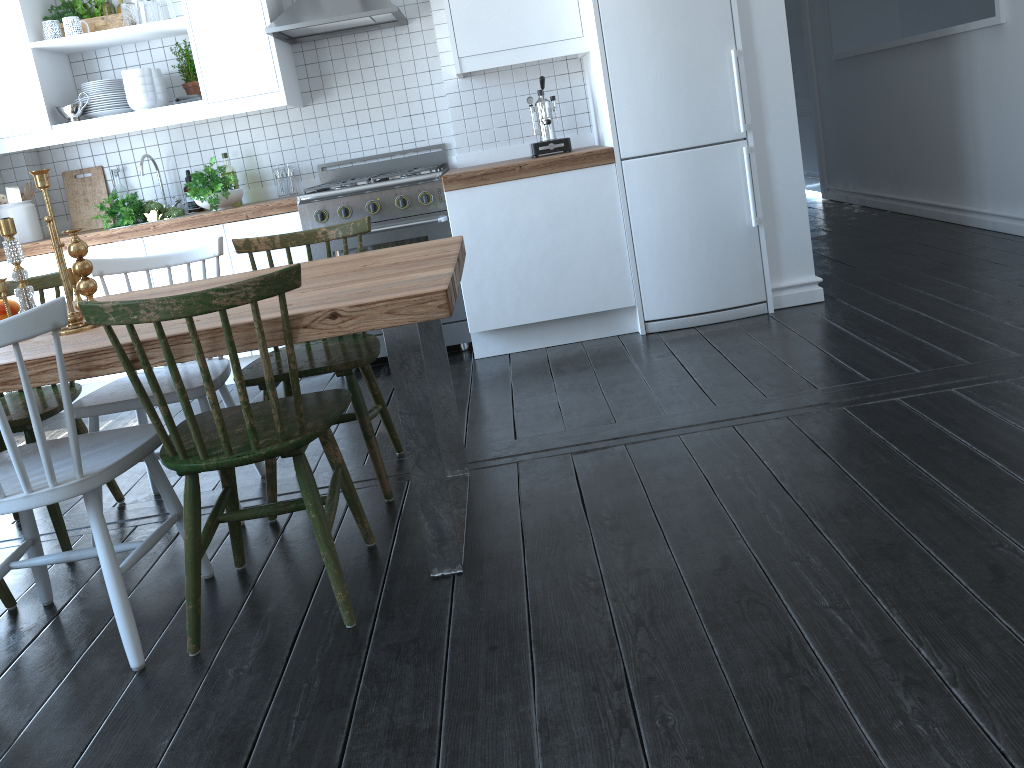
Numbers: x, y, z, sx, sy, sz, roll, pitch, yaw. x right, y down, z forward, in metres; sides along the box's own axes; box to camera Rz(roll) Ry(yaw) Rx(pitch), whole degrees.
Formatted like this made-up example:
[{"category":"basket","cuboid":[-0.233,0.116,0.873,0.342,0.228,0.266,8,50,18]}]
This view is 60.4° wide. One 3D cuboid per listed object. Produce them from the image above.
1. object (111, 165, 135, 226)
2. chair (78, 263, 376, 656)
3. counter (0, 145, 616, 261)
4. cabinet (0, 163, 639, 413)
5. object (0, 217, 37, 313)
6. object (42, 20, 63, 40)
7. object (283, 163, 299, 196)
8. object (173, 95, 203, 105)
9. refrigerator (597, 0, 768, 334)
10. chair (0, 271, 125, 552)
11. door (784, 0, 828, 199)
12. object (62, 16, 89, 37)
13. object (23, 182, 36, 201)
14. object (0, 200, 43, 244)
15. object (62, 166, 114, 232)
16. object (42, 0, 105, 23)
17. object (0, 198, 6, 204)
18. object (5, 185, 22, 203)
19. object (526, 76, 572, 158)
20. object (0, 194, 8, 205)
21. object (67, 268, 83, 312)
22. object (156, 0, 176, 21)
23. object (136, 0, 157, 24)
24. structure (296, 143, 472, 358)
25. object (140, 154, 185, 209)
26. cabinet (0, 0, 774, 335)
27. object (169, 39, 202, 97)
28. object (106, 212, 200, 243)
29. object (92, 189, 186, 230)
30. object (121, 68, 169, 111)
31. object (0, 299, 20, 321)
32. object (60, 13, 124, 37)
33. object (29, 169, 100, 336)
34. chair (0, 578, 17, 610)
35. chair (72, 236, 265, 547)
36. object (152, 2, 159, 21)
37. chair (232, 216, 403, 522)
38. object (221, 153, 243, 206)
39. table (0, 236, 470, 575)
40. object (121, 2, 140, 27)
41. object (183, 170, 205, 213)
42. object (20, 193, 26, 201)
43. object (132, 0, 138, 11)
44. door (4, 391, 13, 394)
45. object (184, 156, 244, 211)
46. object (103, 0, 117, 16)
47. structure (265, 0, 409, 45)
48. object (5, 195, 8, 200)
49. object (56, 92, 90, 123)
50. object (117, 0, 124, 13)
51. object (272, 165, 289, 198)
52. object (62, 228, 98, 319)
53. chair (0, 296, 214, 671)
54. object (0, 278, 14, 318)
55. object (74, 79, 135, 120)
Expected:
[{"category":"object","cuboid":[-2.101,-1.014,4.724,0.098,0.311,0.100,-10,10,1]},{"category":"chair","cuboid":[-0.610,0.132,2.075,0.467,0.810,0.496,-10,11,0]},{"category":"counter","cuboid":[-1.074,-0.891,4.384,3.098,0.072,0.867,-9,16,1]},{"category":"cabinet","cuboid":[-0.997,-0.495,4.512,3.174,0.799,0.748,-7,13,8]},{"category":"object","cuboid":[-1.327,-0.295,2.374,0.140,0.305,0.143,0,15,42]},{"category":"object","cuboid":[-2.277,-1.743,4.366,0.084,0.098,0.109,-17,15,-29]},{"category":"object","cuboid":[-1.183,-1.093,4.710,0.059,0.169,0.060,-7,11,14]},{"category":"object","cuboid":[-1.637,-1.439,4.479,0.246,0.041,0.283,-11,16,-6]},{"category":"refrigerator","cuboid":[0.756,-1.220,4.238,0.576,1.766,0.695,-10,10,1]},{"category":"chair","cuboid":[-1.583,0.090,2.796,0.467,0.810,0.496,-10,11,0]},{"category":"door","cuboid":[2.562,-2.932,7.938,0.116,2.426,1.094,-10,11,1]},{"category":"object","cuboid":[-2.155,-1.759,4.350,0.109,0.098,0.084,-12,12,-10]},{"category":"object","cuboid":[-2.476,-0.879,4.502,0.132,0.290,0.057,-14,10,-20]},{"category":"object","cuboid":[-2.501,-0.818,4.472,0.173,0.204,0.178,-9,12,5]},{"category":"object","cuboid":[-2.288,-0.997,4.754,0.220,0.323,0.041,-10,10,0]},{"category":"object","cuboid":[-2.231,-1.881,4.507,0.348,0.249,0.166,-12,12,-9]},{"category":"object","cuboid":[-2.536,-0.836,4.463,0.117,0.246,0.062,-3,12,30]},{"category":"object","cuboid":[-2.510,-0.864,4.475,0.065,0.284,0.142,-14,12,-25]},{"category":"object","cuboid":[0.166,-1.290,4.252,0.206,0.362,0.361,-10,13,1]},{"category":"object","cuboid":[-2.544,-0.833,4.439,0.055,0.257,0.150,-14,12,-23]},{"category":"object","cuboid":[-1.251,-0.265,2.531,0.049,0.136,0.050,-10,10,1]},{"category":"object","cuboid":[-1.717,-1.848,4.367,0.087,0.117,0.087,-17,14,-30]},{"category":"object","cuboid":[-1.792,-1.820,4.315,0.086,0.117,0.088,-5,13,23]},{"category":"structure","cuboid":[-0.617,-0.661,4.498,0.700,0.999,0.738,-10,12,1]},{"category":"object","cuboid":[-1.842,-1.041,4.637,0.191,0.345,0.277,-14,13,-22]},{"category":"cabinet","cuboid":[-0.811,-1.282,4.356,3.784,2.326,0.797,-9,10,4]},{"category":"object","cuboid":[-1.656,-1.632,4.584,0.165,0.358,0.175,-2,13,37]},{"category":"object","cuboid":[-1.830,-0.788,4.529,0.371,0.109,0.362,-9,15,1]},{"category":"object","cuboid":[-1.871,-0.850,4.451,0.475,0.301,0.286,-17,14,-26]},{"category":"object","cuboid":[-1.862,-1.494,4.484,0.150,0.212,0.316,-10,14,-1]},{"category":"object","cuboid":[-1.469,-0.204,2.552,0.089,0.082,0.087,-7,13,13]},{"category":"object","cuboid":[-2.143,-1.811,4.519,0.393,0.101,0.157,-10,14,0]},{"category":"object","cuboid":[-1.138,-0.330,2.202,0.115,0.402,0.114,-17,12,-36]},{"category":"chair","cuboid":[-1.569,0.299,2.061,0.467,0.811,0.496,-10,11,0]},{"category":"chair","cuboid":[-1.110,-0.007,2.828,0.466,0.825,0.521,-10,11,1]},{"category":"object","cuboid":[-1.795,-1.845,4.404,0.087,0.117,0.087,-17,14,-30]},{"category":"chair","cuboid":[-0.624,-0.076,2.810,0.467,0.811,0.496,-10,11,0]},{"category":"object","cuboid":[-1.497,-1.087,4.677,0.066,0.277,0.067,-11,10,-4]},{"category":"table","cuboid":[-1.188,0.182,2.436,2.226,0.702,1.043,-10,14,1]},{"category":"object","cuboid":[-1.876,-1.810,4.330,0.086,0.117,0.088,-5,13,23]},{"category":"object","cuboid":[-1.715,-1.034,4.724,0.086,0.226,0.086,-17,12,-33]},{"category":"object","cuboid":[-2.480,-0.857,4.508,0.051,0.242,0.115,-16,12,-33]},{"category":"object","cuboid":[-1.898,-1.915,4.530,0.085,0.218,0.087,-8,10,8]},{"category":"door","cuboid":[-2.810,-0.718,4.046,0.587,1.986,0.106,-11,10,-5]},{"category":"object","cuboid":[-1.513,-1.011,4.453,0.272,0.263,0.345,-12,14,-9]},{"category":"object","cuboid":[-2.051,-1.893,4.494,0.060,0.220,0.061,-13,10,-16]},{"category":"structure","cuboid":[-0.961,-2.398,4.299,0.633,1.279,0.540,-10,10,1]},{"category":"object","cuboid":[-2.514,-0.851,4.506,0.118,0.245,0.034,-10,10,1]},{"category":"object","cuboid":[-2.177,-1.367,4.374,0.209,0.132,0.104,-6,12,13]},{"category":"object","cuboid":[-2.003,-1.917,4.536,0.056,0.229,0.057,-9,10,4]},{"category":"object","cuboid":[-1.244,-1.089,4.731,0.059,0.169,0.060,-7,11,14]},{"category":"object","cuboid":[-1.194,-0.309,2.455,0.100,0.242,0.103,-5,12,24]},{"category":"chair","cuboid":[-1.085,0.214,2.040,0.466,0.825,0.521,-10,11,1]},{"category":"object","cuboid":[-1.268,-0.185,2.216,0.081,0.157,0.080,-19,14,-41]},{"category":"object","cuboid":[-2.092,-1.460,4.541,0.300,0.190,0.313,-9,14,2]}]
